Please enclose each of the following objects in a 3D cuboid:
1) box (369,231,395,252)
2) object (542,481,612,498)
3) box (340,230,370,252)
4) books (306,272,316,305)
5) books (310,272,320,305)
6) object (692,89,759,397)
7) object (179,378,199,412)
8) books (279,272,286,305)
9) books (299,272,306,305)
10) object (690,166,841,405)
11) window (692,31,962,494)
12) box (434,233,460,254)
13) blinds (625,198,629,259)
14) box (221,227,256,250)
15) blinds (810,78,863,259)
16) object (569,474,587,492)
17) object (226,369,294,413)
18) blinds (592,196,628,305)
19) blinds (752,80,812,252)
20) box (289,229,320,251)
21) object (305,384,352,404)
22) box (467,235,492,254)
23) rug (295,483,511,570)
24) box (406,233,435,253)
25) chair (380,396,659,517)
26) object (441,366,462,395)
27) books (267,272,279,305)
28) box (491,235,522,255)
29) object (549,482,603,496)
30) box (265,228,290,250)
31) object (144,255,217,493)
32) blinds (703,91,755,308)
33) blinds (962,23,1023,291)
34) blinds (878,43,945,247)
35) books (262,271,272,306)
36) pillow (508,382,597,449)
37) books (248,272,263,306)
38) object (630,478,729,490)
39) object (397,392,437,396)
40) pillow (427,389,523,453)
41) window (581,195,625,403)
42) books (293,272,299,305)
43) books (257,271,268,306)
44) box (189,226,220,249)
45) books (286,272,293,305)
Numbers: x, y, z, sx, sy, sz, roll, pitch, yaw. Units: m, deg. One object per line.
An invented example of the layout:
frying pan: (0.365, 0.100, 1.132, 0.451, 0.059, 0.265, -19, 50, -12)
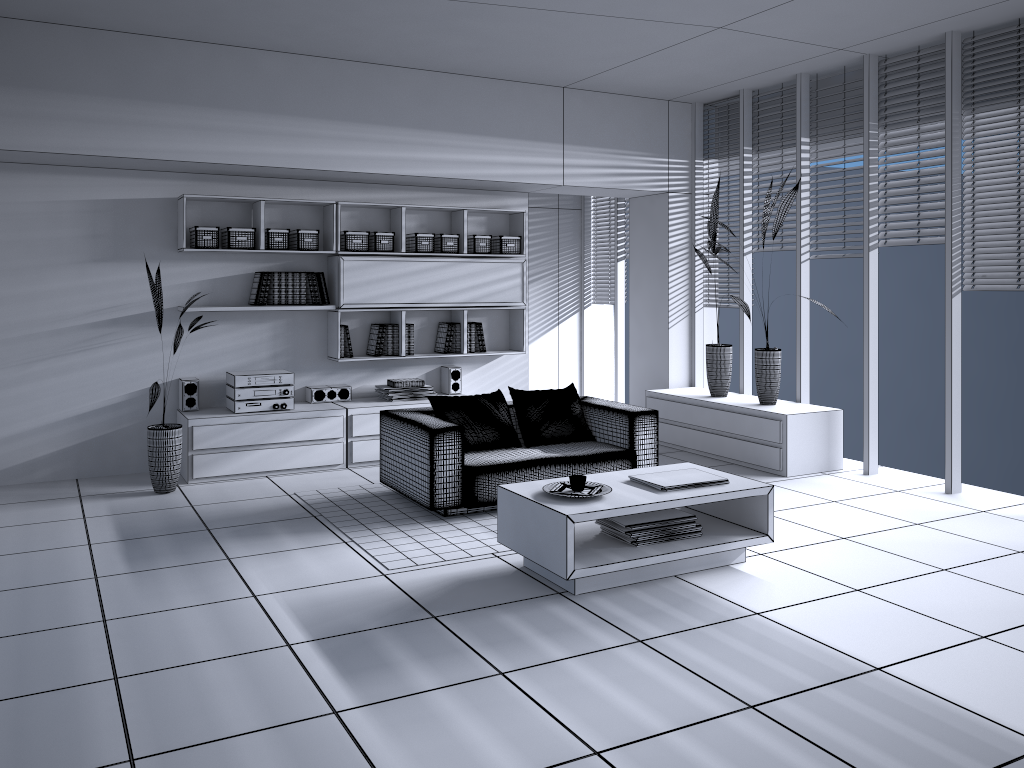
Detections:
box: (-1.081, -1.150, 7.167, 0.174, 0.161, 0.282, -2, 5, -28)
object: (0.308, 0.506, 4.157, 0.329, 0.024, 0.331, 0, 6, 1)
box: (-1.282, -1.138, 7.060, 0.212, 0.161, 0.282, -2, 5, -28)
books: (-1.601, -0.750, 6.921, 0.075, 0.259, 0.208, 0, 2, -28)
books: (-1.573, -0.752, 6.935, 0.075, 0.259, 0.208, 0, 2, -28)
object: (1.866, -1.396, 7.436, 0.495, 2.981, 1.430, 0, 1, 0)
object: (-2.393, 0.078, 6.530, 0.119, 0.231, 0.177, -1, 2, -28)
books: (-1.797, -0.739, 6.819, 0.050, 0.258, 0.208, 0, 2, -28)
books: (-1.659, -0.747, 6.892, 0.050, 0.258, 0.208, 0, 2, -28)
object: (1.827, -0.767, 6.819, 0.693, 1.860, 1.555, 0, 2, -34)
window: (2.998, -0.789, 5.721, 0.100, 3.113, 5.526, 0, 4, -28)
box: (-0.577, -1.180, 7.438, 0.179, 0.161, 0.282, -2, 5, -28)
blinds: (1.361, -1.975, 9.017, 0.039, 1.374, 0.638, 0, 1, -28)
box: (-2.063, -1.092, 6.640, 0.211, 0.161, 0.282, -2, 5, -28)
blinds: (2.537, -1.641, 6.756, 0.057, 1.354, 0.638, 0, 1, -28)
object: (0.305, 0.469, 4.154, 0.096, 0.069, 0.085, 4, 5, 43)
object: (-1.873, 0.049, 6.558, 0.431, 0.269, 0.348, -2, 5, -28)
blinds: (1.058, -1.812, 9.583, 0.039, 1.899, 0.637, 0, 1, -28)
blinds: (2.234, -1.785, 7.324, 0.051, 1.363, 0.638, 0, 1, -28)
box: (-1.624, -1.118, 6.876, 0.179, 0.161, 0.282, -2, 5, -28)
object: (-1.463, 0.078, 7.029, 0.329, 0.119, 0.177, -3, 5, -28)
box: (-0.310, -1.196, 7.581, 0.179, 0.161, 0.282, -2, 5, -28)
rug: (-0.034, 0.749, 5.568, 2.234, 0.001, 1.807, -3, 7, -28)
box: (-0.773, -1.168, 7.332, 0.179, 0.161, 0.282, -2, 5, -28)
chair: (0.063, 0.442, 5.823, 1.650, 0.550, 0.964, -3, 6, -28)
object: (-0.518, -0.033, 7.537, 0.119, 0.231, 0.177, -1, 2, -28)
books: (-1.842, -0.736, 6.794, 0.050, 0.258, 0.208, 0, 2, -28)
box: (-0.073, -1.210, 7.708, 0.217, 0.161, 0.282, -2, 5, -28)
object: (0.304, 0.499, 4.156, 0.217, 0.012, 0.216, 2, 7, 18)
box: (-1.824, -1.106, 6.769, 0.175, 0.161, 0.282, -2, 5, -28)
object: (-2.299, -0.093, 5.961, 0.250, 1.581, 1.179, 0, 2, 4)
blinds: (1.929, -1.621, 7.890, 0.057, 1.879, 0.637, 0, 1, -28)
blinds: (3.182, -1.429, 5.559, 0.047, 1.687, 0.715, 0, 1, -28)
blinds: (2.844, -1.660, 6.189, 0.039, 1.374, 0.638, 0, 1, -28)
books: (-1.900, -0.733, 6.760, 0.075, 0.259, 0.208, 0, 2, -29)
pillow: (0.270, 0.205, 6.065, 0.567, 0.397, 0.301, -3, 3, -31)
books: (-1.954, -0.727, 6.725, 0.072, 0.257, 0.208, 0, 2, -29)
object: (0.831, 0.478, 4.425, 0.416, 0.008, 0.287, -3, 7, -27)
object: (-0.858, 0.068, 7.197, 0.416, 0.008, 0.287, -3, 7, -27)
pillow: (-0.242, 0.258, 5.791, 0.568, 0.388, 0.341, -3, 4, -31)
window: (0.982, -1.215, 9.544, 0.100, 3.122, 0.689, 0, 0, -28)
books: (-1.706, -0.745, 6.869, 0.050, 0.258, 0.208, 0, 2, -28)
books: (-1.928, -0.731, 6.744, 0.075, 0.259, 0.208, 0, 2, -28)
box: (-2.278, -1.079, 6.525, 0.174, 0.161, 0.282, -2, 5, -28)
books: (-1.748, -0.741, 6.839, 0.050, 0.258, 0.208, 0, 2, -28)
